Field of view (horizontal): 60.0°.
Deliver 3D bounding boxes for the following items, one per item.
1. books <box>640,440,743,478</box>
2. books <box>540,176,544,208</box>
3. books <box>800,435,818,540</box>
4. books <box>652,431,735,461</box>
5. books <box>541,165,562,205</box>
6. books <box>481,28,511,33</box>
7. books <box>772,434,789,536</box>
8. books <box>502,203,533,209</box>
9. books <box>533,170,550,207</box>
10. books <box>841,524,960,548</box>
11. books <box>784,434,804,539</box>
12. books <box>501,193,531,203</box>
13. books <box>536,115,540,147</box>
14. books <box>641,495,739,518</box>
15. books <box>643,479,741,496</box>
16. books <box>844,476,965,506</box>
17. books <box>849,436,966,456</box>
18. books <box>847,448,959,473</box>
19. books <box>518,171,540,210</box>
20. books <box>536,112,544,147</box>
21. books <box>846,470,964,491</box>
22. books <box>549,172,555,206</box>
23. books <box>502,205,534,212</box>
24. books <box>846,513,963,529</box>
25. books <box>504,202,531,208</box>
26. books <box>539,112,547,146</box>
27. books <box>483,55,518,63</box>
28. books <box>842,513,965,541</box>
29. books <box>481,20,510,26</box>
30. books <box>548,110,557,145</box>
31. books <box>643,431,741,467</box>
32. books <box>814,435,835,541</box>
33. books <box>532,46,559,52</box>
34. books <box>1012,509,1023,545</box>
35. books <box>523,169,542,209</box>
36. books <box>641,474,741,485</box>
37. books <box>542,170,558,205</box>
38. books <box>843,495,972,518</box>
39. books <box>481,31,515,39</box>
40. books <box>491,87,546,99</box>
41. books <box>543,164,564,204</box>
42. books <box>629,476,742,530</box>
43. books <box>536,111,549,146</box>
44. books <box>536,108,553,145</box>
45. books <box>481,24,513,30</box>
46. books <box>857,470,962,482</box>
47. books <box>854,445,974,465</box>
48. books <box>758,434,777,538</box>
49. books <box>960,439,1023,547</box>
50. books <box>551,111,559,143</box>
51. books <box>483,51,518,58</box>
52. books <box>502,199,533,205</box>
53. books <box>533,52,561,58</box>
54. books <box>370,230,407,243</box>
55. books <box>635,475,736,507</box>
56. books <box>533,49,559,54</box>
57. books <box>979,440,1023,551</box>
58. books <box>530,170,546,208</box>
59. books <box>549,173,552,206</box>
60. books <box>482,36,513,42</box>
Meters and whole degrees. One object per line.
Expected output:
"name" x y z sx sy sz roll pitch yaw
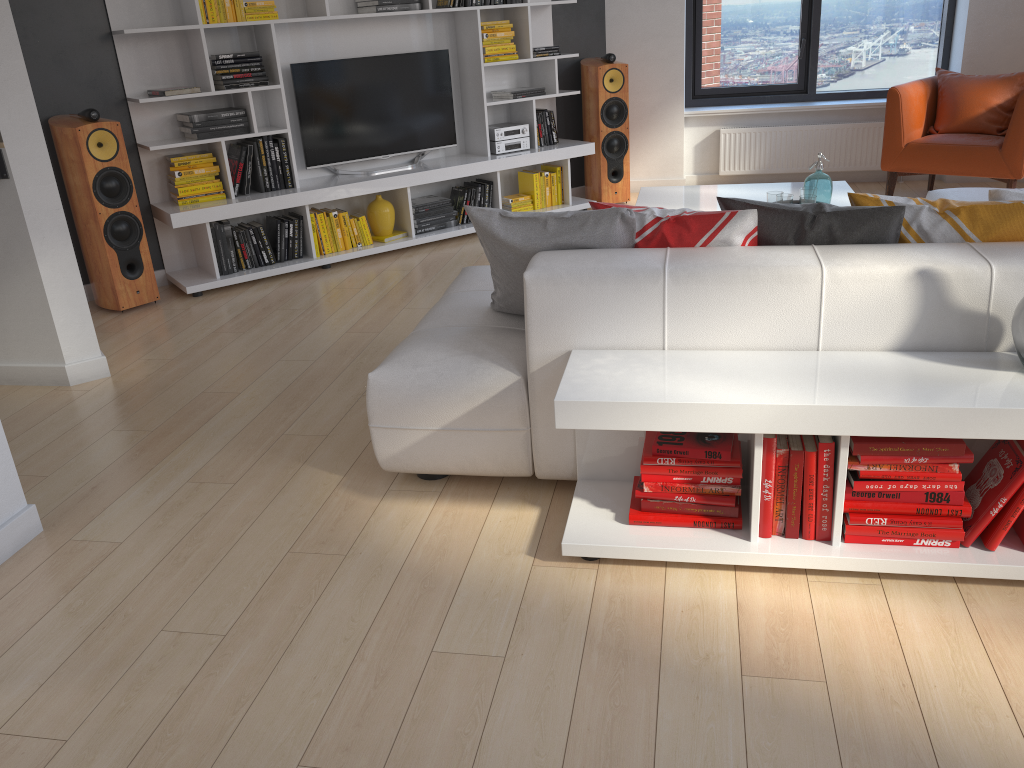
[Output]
"books" 0.496 0.201 2.446 0.269 0.028 0.179 1 23 13
"books" 0.175 -1.398 6.438 0.024 0.229 0.156 -18 26 -30
"books" 0.780 0.250 2.349 0.042 0.259 0.195 1 23 12
"books" 0.497 0.155 2.419 0.206 0.029 0.152 3 24 17
"books" 0.290 -1.467 6.526 0.029 0.270 0.204 -18 26 -30
"books" -0.139 -2.400 6.024 0.227 0.022 0.160 -11 24 -15
"books" 0.711 0.247 2.373 0.031 0.255 0.181 1 23 12
"books" 0.033 -1.289 6.394 0.196 0.011 0.148 -18 26 -30
"books" 0.205 -1.427 6.469 0.035 0.250 0.185 -18 26 -30
"books" 1.010 0.361 2.346 0.274 0.029 0.200 1 23 11
"books" 0.744 0.246 2.366 0.034 0.259 0.207 1 23 12
"books" 0.023 -1.336 6.380 0.186 0.026 0.138 -18 26 -30
"books" 0.121 -1.840 6.363 0.053 0.268 0.202 -18 26 -30
"books" 0.504 0.299 2.489 0.259 0.034 0.206 2 23 14
"books" 0.501 0.249 2.466 0.257 0.025 0.182 1 23 12
"books" 1.006 0.242 2.321 0.279 0.039 0.206 1 23 13
"books" 0.984 0.121 2.261 0.259 0.034 0.206 0 23 9
"books" 0.986 0.172 2.281 0.257 0.025 0.182 1 23 12
"books" 0.124 -1.404 6.422 0.044 0.255 0.198 -18 26 -30
"books" 0.151 -1.833 6.382 0.053 0.240 0.189 -18 26 -29
"books" 0.998 0.218 2.295 0.261 0.027 0.191 -1 23 8
"books" 0.251 -1.434 6.498 0.024 0.234 0.172 -18 26 -30
"books" 0.036 -1.267 6.400 0.190 0.033 0.147 -18 26 -30
"books" 1.005 0.315 2.312 0.266 0.026 0.187 1 23 11
"books" 0.039 -1.295 6.371 0.169 0.018 0.113 -17 26 -28
"books" 0.174 -1.837 6.388 0.049 0.236 0.170 -18 26 -29
"books" -0.115 -2.228 6.073 0.257 0.028 0.194 -15 25 -25
"books" 1.008 0.341 2.319 0.282 0.030 0.188 1 23 13
"books" -0.154 -2.448 6.021 0.223 0.023 0.163 -16 25 -26
"books" 0.243 -1.861 6.424 0.066 0.242 0.177 -18 26 -30
"books" 0.493 0.176 2.439 0.254 0.025 0.178 1 23 11
"books" 0.813 0.234 2.341 0.049 0.291 0.214 1 23 12
"books" 0.200 -2.352 6.221 0.213 0.023 0.161 -16 25 -27
"books" 1.309 0.256 2.221 0.046 0.282 0.199 1 23 12
"books" 0.147 -1.415 6.439 0.015 0.263 0.199 -18 26 -30
"books" 0.498 0.219 2.472 0.261 0.028 0.191 1 23 11
"books" 0.271 -1.442 6.514 0.024 0.234 0.172 -18 26 -30
"books" 1.014 0.275 2.333 0.301 0.032 0.227 1 23 12
"books" -0.131 -2.375 6.037 0.239 0.033 0.176 -16 26 -27
"books" 0.043 -2.053 6.254 0.310 0.047 0.250 -20 28 -34
"books" 0.307 -1.477 6.546 0.025 0.270 0.213 -18 26 -30
"books" 0.488 0.333 2.498 0.301 0.032 0.227 1 23 12
"books" 0.197 -1.844 6.392 0.050 0.242 0.169 -18 26 -30
"books" 0.214 -1.860 6.413 0.066 0.255 0.193 -18 26 -30
"books" -0.132 -2.422 6.017 0.223 0.023 0.163 -16 25 -26
"books" 1.004 0.197 2.279 0.236 0.023 0.178 1 23 12
"books" 1.002 0.151 2.261 0.266 0.026 0.187 -1 23 6
"books" 0.675 0.232 2.371 0.036 0.294 0.208 1 23 12
"books" 1.209 0.265 2.255 0.144 0.247 0.188 1 23 12
"books" 0.254 -1.875 6.467 0.077 0.233 0.179 -18 26 -30
"books" -0.124 -2.253 6.068 0.257 0.024 0.203 -16 26 -27
"books" 0.034 -1.315 6.380 0.187 0.014 0.134 -18 26 -30
"books" 0.211 -2.311 6.222 0.213 0.023 0.161 -16 25 -27
"books" -0.859 -0.987 5.888 0.270 0.029 0.204 15 30 39
"books" 0.491 0.275 2.472 0.266 0.026 0.187 3 24 17
"books" 0.208 -2.329 6.216 0.198 0.015 0.142 -19 27 -31
"books" 1.248 0.269 2.240 0.115 0.245 0.192 1 23 12
"books" 0.182 -1.421 6.458 0.019 0.251 0.180 -18 26 -30
"books" 0.229 -1.430 6.488 0.023 0.239 0.169 -18 26 -30
"books" -0.139 -2.349 6.043 0.239 0.019 0.171 -18 26 -30
